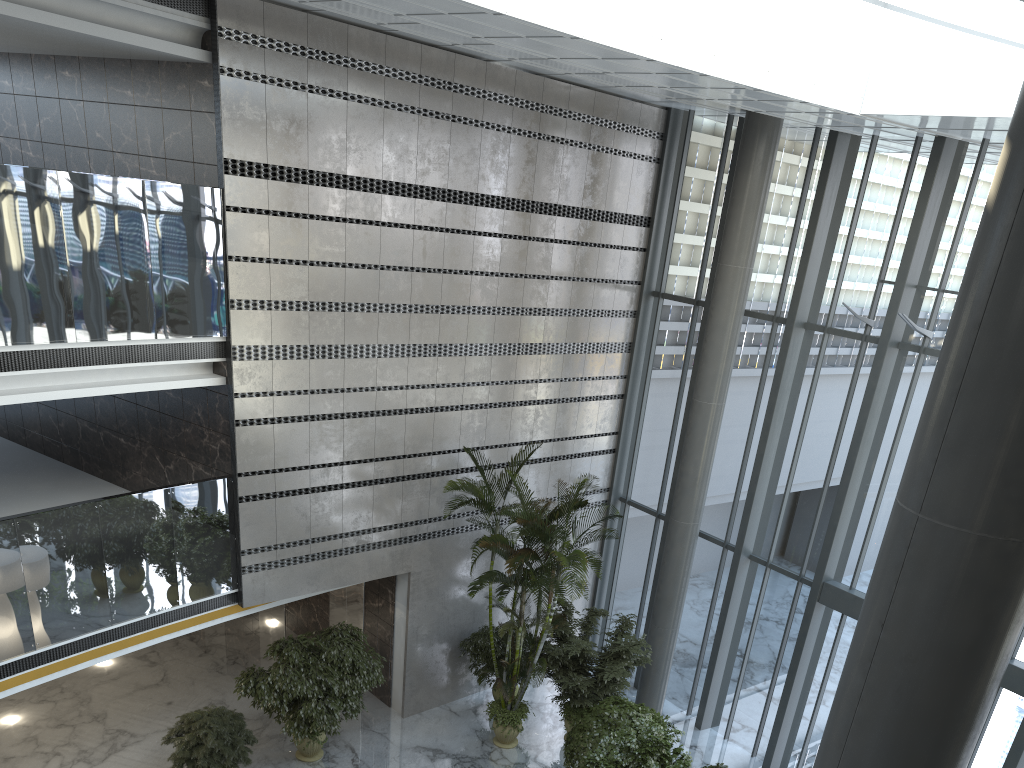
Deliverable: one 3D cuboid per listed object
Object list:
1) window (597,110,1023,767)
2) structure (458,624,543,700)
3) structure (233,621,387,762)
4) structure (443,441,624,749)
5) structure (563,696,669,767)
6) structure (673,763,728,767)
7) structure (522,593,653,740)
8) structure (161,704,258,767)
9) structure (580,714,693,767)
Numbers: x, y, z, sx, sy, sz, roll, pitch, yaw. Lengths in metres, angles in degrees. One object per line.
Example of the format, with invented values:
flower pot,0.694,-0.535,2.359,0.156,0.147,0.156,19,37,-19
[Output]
window,-0.872,1.340,6.074,18.742,11.100,12.289,-1,18,-27
structure,-0.196,4.549,13.766,1.398,1.704,1.026,6,20,0
structure,-2.752,4.355,11.907,2.041,2.177,1.468,3,20,-11
structure,0.110,3.193,12.173,2.439,5.125,2.291,-8,26,-33
structure,1.404,5.123,11.874,1.404,1.775,1.484,12,19,15
structure,2.437,5.464,10.161,1.653,2.085,1.818,3,19,-9
structure,1.121,4.455,13.041,1.756,2.528,1.797,19,23,31
structure,-3.881,4.749,11.036,1.175,1.464,1.085,-4,22,-28
structure,1.547,5.136,10.971,1.389,2.166,1.116,1,21,-15
